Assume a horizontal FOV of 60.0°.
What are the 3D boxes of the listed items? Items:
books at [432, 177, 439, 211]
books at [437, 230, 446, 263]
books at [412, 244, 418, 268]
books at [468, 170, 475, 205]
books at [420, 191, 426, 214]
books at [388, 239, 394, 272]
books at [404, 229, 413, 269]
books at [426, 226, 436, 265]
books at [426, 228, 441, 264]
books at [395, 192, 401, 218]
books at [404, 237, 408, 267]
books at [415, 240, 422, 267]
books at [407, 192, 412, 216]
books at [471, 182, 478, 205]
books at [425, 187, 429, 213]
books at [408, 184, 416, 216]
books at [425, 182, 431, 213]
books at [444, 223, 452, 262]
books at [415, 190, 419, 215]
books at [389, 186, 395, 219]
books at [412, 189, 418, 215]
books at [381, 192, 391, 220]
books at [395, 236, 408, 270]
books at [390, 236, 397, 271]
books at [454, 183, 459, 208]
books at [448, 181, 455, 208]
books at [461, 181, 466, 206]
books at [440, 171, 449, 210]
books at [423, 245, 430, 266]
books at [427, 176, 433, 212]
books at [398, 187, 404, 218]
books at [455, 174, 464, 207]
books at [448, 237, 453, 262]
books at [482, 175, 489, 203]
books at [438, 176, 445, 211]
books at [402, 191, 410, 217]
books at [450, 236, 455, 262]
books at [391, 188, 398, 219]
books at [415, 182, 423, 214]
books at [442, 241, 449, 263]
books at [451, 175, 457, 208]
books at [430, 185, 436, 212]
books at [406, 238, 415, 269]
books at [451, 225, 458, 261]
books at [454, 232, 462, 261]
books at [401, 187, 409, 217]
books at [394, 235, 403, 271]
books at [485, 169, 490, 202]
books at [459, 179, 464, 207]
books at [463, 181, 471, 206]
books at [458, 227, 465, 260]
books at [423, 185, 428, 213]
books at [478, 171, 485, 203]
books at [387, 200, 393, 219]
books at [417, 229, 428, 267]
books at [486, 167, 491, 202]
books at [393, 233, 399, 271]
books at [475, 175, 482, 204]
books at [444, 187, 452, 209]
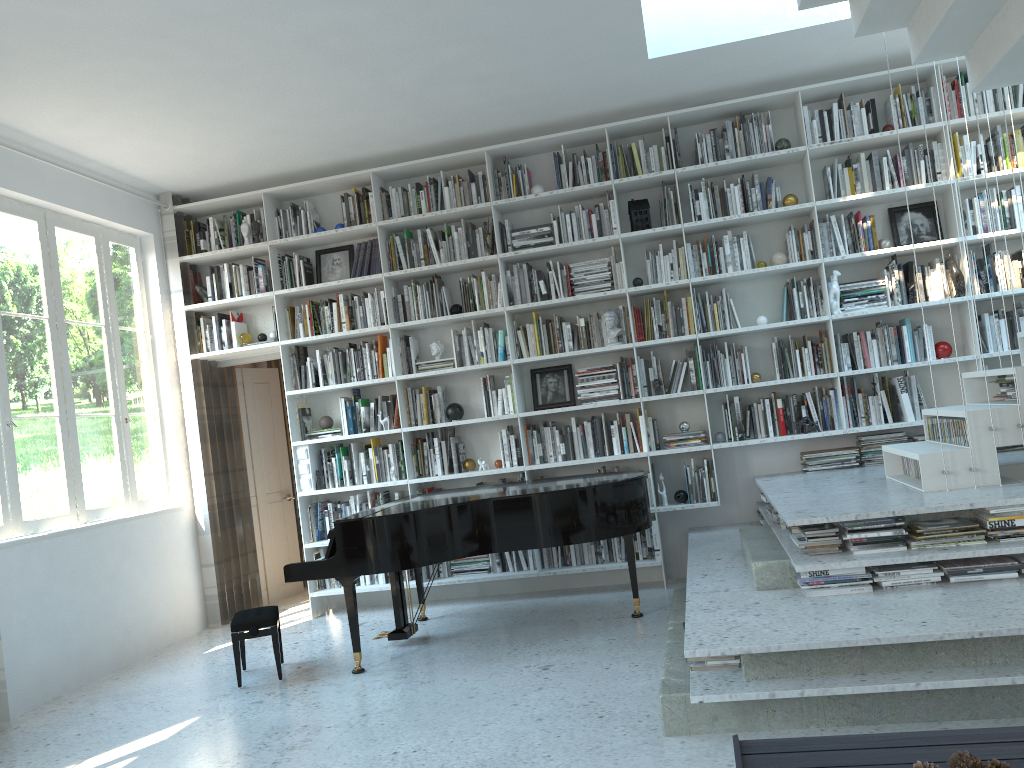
[{"bbox_3d":[-0.531,-1.334,6.393,0.013,0.276,0.164,-8,-2,11],"label":"books"},{"bbox_3d":[-0.487,-0.963,6.393,0.027,0.265,0.168,-8,-2,11],"label":"books"},{"bbox_3d":[-0.677,-0.905,6.431,0.024,0.201,0.153,-8,-2,11],"label":"books"},{"bbox_3d":[-0.275,-1.373,6.344,0.013,0.285,0.159,-8,-2,11],"label":"books"},{"bbox_3d":[-0.620,-1.283,6.422,0.030,0.201,0.152,-8,-2,11],"label":"books"},{"bbox_3d":[-0.859,-0.909,6.449,0.023,0.256,0.174,-8,-2,11],"label":"books"},{"bbox_3d":[-0.734,-0.956,6.427,0.012,0.315,0.171,-8,-2,11],"label":"books"},{"bbox_3d":[-0.581,-0.975,6.422,0.013,0.315,0.135,-8,-2,11],"label":"books"},{"bbox_3d":[-0.541,-0.967,6.388,0.075,0.285,0.178,-8,-2,11],"label":"books"},{"bbox_3d":[-0.798,-1.269,6.449,0.023,0.220,0.181,-8,-2,11],"label":"books"},{"bbox_3d":[-0.740,-0.927,6.437,0.011,0.260,0.157,-8,-2,11],"label":"books"},{"bbox_3d":[-0.654,-0.918,6.419,0.029,0.218,0.157,-8,-2,11],"label":"books"},{"bbox_3d":[-0.716,-1.274,6.432,0.015,0.207,0.166,-8,-2,11],"label":"books"},{"bbox_3d":[-0.249,-1.326,6.332,0.031,0.184,0.176,-8,-2,11],"label":"books"},{"bbox_3d":[-0.589,-1.295,6.405,0.011,0.215,0.160,-8,-2,11],"label":"books"},{"bbox_3d":[-0.708,-1.304,6.433,0.010,0.264,0.160,-8,-2,11],"label":"books"},{"bbox_3d":[-0.580,-1.314,6.403,0.013,0.251,0.183,-8,-2,11],"label":"books"},{"bbox_3d":[-0.445,-0.991,6.377,0.012,0.307,0.145,-8,-2,11],"label":"books"},{"bbox_3d":[-0.666,-1.284,6.442,0.012,0.216,0.150,-8,-2,11],"label":"books"},{"bbox_3d":[-0.849,-1.291,6.484,0.021,0.279,0.140,-8,-2,11],"label":"books"},{"bbox_3d":[-0.684,-1.291,6.454,0.025,0.234,0.129,-8,-2,11],"label":"books"},{"bbox_3d":[-0.899,-1.264,6.469,0.029,0.237,0.156,-8,-2,11],"label":"books"},{"bbox_3d":[-0.777,-0.929,6.452,0.067,0.274,0.168,-8,-2,11],"label":"books"},{"bbox_3d":[-0.840,-0.925,6.460,0.013,0.283,0.158,-8,-2,11],"label":"books"},{"bbox_3d":[-0.370,-1.323,6.381,0.029,0.213,0.141,-8,-2,11],"label":"books"},{"bbox_3d":[-0.413,-1.328,6.380,0.026,0.235,0.134,-8,-2,11],"label":"books"},{"bbox_3d":[-0.321,-1.327,6.338,0.013,0.207,0.178,-8,-2,11],"label":"books"},{"bbox_3d":[-0.468,-1.361,6.391,0.014,0.315,0.166,-8,-2,11],"label":"books"},{"bbox_3d":[-0.597,-0.906,6.417,0.034,0.180,0.160,-8,-2,11],"label":"books"},{"bbox_3d":[-0.571,-1.339,6.404,0.010,0.298,0.151,-8,-2,11],"label":"books"},{"bbox_3d":[-0.777,-1.288,6.448,0.023,0.251,0.170,-8,-2,11],"label":"books"},{"bbox_3d":[-0.357,-1.352,6.351,0.014,0.266,0.192,-8,-2,11],"label":"books"},{"bbox_3d":[-0.417,-0.945,6.397,0.024,0.212,0.128,-8,-2,11],"label":"books"},{"bbox_3d":[-0.170,-1.357,6.313,0.026,0.225,0.172,-8,-2,11],"label":"books"},{"bbox_3d":[-0.500,-1.336,6.384,0.052,0.273,0.172,-8,-2,11],"label":"books"},{"bbox_3d":[-0.740,-1.271,6.423,0.029,0.208,0.178,-8,-2,11],"label":"books"},{"bbox_3d":[-0.405,-0.946,6.368,0.010,0.208,0.173,-8,-2,11],"label":"books"},{"bbox_3d":[-0.826,-1.283,6.459,0.031,0.254,0.145,-8,-2,11],"label":"books"},{"bbox_3d":[-0.650,-1.312,6.438,0.028,0.268,0.151,-8,-2,11],"label":"books"},{"bbox_3d":[-0.457,-0.925,6.379,0.028,0.180,0.168,-8,-2,11],"label":"books"},{"bbox_3d":[-0.396,-1.348,6.378,0.014,0.269,0.156,-8,-2,11],"label":"books"},{"bbox_3d":[-0.546,-1.310,6.411,0.029,0.235,0.130,-8,-2,11],"label":"books"},{"bbox_3d":[-0.709,-0.922,6.423,0.031,0.242,0.181,-8,-2,11],"label":"books"},{"bbox_3d":[-0.390,-0.987,6.378,0.026,0.286,0.137,-8,-2,11],"label":"books"},{"bbox_3d":[-0.368,-0.960,6.349,0.021,0.226,0.191,-8,-2,11],"label":"books"},{"bbox_3d":[-0.760,-1.289,6.440,0.012,0.250,0.174,-8,-2,11],"label":"books"},{"bbox_3d":[-0.817,-0.930,6.454,0.010,0.287,0.148,-8,-2,11],"label":"books"},{"bbox_3d":[-0.152,-1.380,6.318,0.014,0.267,0.171,-8,-2,11],"label":"books"},{"bbox_3d":[-0.336,-1.336,6.354,0.021,0.228,0.161,-8,-2,11],"label":"books"},{"bbox_3d":[-0.302,-1.327,6.331,0.026,0.200,0.187,-8,-2,11],"label":"books"},{"bbox_3d":[-0.343,-0.980,6.363,0.028,0.261,0.135,-8,-2,11],"label":"books"},{"bbox_3d":[-0.601,-1.303,6.415,0.013,0.234,0.154,-8,-2,11],"label":"books"},{"bbox_3d":[-0.195,-1.370,6.340,0.030,0.261,0.151,-8,-2,11],"label":"books"},{"bbox_3d":[-0.867,-1.240,6.477,0.024,0.183,0.133,-8,-2,11],"label":"books"},{"bbox_3d":[-0.634,-0.958,6.415,0.023,0.293,0.155,-8,-2,11],"label":"books"},{"bbox_3d":[-0.135,-1.393,6.310,0.026,0.288,0.176,-8,-2,11],"label":"books"},{"bbox_3d":[-0.825,-0.939,6.479,0.014,0.309,0.130,-8,-2,11],"label":"books"},{"bbox_3d":[-0.222,-1.355,6.337,0.026,0.237,0.149,-8,-2,11],"label":"books"},{"bbox_3d":[-0.440,-1.302,6.377,0.031,0.190,0.181,-8,-2,11],"label":"books"}]
